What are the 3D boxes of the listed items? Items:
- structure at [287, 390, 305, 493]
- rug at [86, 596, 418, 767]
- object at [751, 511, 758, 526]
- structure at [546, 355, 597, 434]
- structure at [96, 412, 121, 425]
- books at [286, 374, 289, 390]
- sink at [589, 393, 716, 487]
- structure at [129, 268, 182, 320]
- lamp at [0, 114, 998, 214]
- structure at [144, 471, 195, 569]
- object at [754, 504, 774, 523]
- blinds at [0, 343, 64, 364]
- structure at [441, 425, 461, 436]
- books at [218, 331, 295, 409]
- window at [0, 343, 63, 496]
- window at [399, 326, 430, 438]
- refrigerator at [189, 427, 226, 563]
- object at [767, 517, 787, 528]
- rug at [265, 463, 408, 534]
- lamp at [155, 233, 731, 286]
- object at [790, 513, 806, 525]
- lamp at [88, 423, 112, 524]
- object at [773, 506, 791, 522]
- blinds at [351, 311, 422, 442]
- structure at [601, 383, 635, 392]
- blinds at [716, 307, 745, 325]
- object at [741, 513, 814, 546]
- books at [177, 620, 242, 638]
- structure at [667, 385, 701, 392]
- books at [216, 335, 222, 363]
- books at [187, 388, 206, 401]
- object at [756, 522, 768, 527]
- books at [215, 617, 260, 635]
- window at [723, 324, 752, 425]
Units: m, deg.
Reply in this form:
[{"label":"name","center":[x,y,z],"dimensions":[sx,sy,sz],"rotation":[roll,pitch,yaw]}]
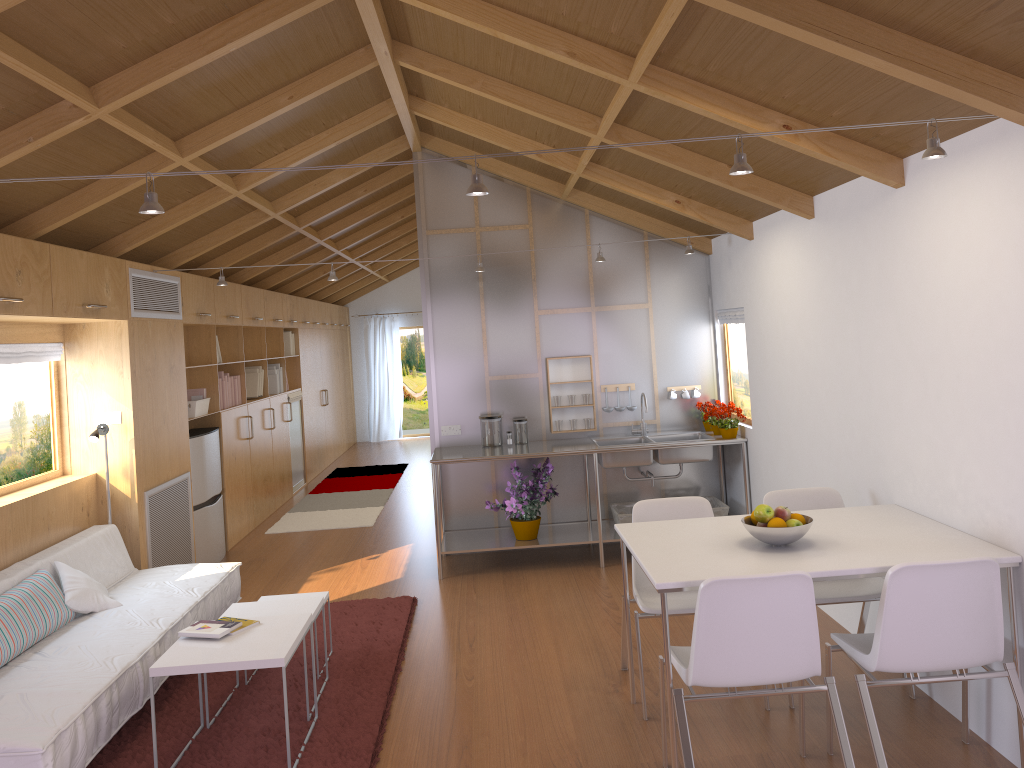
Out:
[{"label":"structure","center":[-2.512,0.630,9.795],"dimensions":[0.316,1.080,0.725],"rotation":[-4,0,-2]},{"label":"rug","center":[-1.484,1.438,4.097],"dimensions":[1.885,0.020,2.481],"rotation":[-4,3,-2]},{"label":"object","center":[0.927,0.499,3.302],"dimensions":[0.068,0.068,0.067],"rotation":[-4,1,-26]},{"label":"structure","center":[0.432,0.074,6.434],"dimensions":[0.328,0.546,0.076],"rotation":[-4,-1,-2]},{"label":"structure","center":[-2.409,0.205,5.283],"dimensions":[0.142,0.071,0.011],"rotation":[-4,-1,-2]},{"label":"books","center":[-2.534,-0.066,9.590],"dimensions":[0.176,0.297,0.279],"rotation":[-4,1,-2]},{"label":"sink","center":[0.967,0.385,6.190],"dimensions":[0.810,0.641,0.563],"rotation":[-4,1,-2]},{"label":"structure","center":[-2.330,-0.579,5.800],"dimensions":[0.013,0.301,0.903],"rotation":[-4,3,-2]},{"label":"lamp","center":[-0.313,-0.633,2.651],"dimensions":[3.828,0.153,0.072],"rotation":[-4,0,-2]},{"label":"structure","center":[-2.230,0.997,5.791],"dimensions":[0.013,0.722,0.819],"rotation":[-4,1,-2]},{"label":"object","center":[0.914,0.470,3.206],"dimensions":[0.070,0.069,0.077],"rotation":[-4,1,-1]},{"label":"blinds","center":[-2.661,-0.152,4.535],"dimensions":[0.047,0.111,1.498],"rotation":[-4,3,-2]},{"label":"structure","center":[-0.442,0.338,6.433],"dimensions":[0.142,0.071,0.011],"rotation":[-4,-1,-2]},{"label":"books","center":[-2.506,-0.194,8.624],"dimensions":[0.189,0.658,3.110],"rotation":[-4,3,-2]},{"label":"window","center":[-2.690,0.190,4.525],"dimensions":[0.035,0.790,1.497],"rotation":[-4,2,-2]},{"label":"window","center":[-1.631,-0.037,14.303],"dimensions":[0.874,1.789,0.026],"rotation":[-4,-1,-2]},{"label":"refrigerator","center":[-2.358,0.857,6.639],"dimensions":[0.262,0.988,0.713],"rotation":[-4,0,-2]},{"label":"object","center":[0.950,0.513,3.167],"dimensions":[0.068,0.068,0.067],"rotation":[-4,1,-26]},{"label":"rug","center":[-1.721,1.154,9.439],"dimensions":[0.917,0.011,3.723],"rotation":[-4,3,-2]},{"label":"lamp","center":[-0.421,-0.807,5.841],"dimensions":[3.828,0.153,0.072],"rotation":[-4,0,-2]},{"label":"object","center":[1.044,0.509,3.248],"dimensions":[0.067,0.066,0.068],"rotation":[-3,1,42]},{"label":"lamp","center":[-2.334,0.826,5.137],"dimensions":[0.183,1.199,0.253],"rotation":[-3,-1,-26]},{"label":"object","center":[0.987,0.479,3.230],"dimensions":[0.063,0.067,0.062],"rotation":[-3,1,36]},{"label":"blinds","center":[-1.077,-0.182,14.161],"dimensions":[2.848,2.039,0.232],"rotation":[-4,-1,-3]},{"label":"structure","center":[0.778,0.028,6.477],"dimensions":[0.250,0.051,0.016],"rotation":[-4,-1,-2]},{"label":"blinds","center":[1.529,-0.470,6.129],"dimensions":[0.047,0.111,0.725],"rotation":[-4,3,-2]},{"label":"object","center":[0.971,0.542,3.231],"dimensions":[0.254,0.090,0.256],"rotation":[-1,4,40]},{"label":"books","center":[-1.206,0.979,3.536],"dimensions":[0.193,0.016,0.153],"rotation":[-3,3,18]},{"label":"structure","center":[1.266,0.032,6.481],"dimensions":[0.250,0.032,0.041],"rotation":[-4,2,-2]},{"label":"books","center":[-2.475,-0.307,7.174],"dimensions":[0.176,0.297,0.279],"rotation":[-4,1,-2]},{"label":"books","center":[-2.425,0.134,6.767],"dimensions":[0.150,0.192,0.088],"rotation":[-4,0,-2]},{"label":"object","center":[0.934,0.529,3.235],"dimensions":[0.080,0.089,0.078],"rotation":[-4,1,-43]},{"label":"books","center":[-1.156,0.988,3.607],"dimensions":[0.193,0.016,0.153],"rotation":[-2,4,28]},{"label":"window","center":[1.592,-0.129,6.123],"dimensions":[0.026,0.796,0.724],"rotation":[-4,1,-2]}]
